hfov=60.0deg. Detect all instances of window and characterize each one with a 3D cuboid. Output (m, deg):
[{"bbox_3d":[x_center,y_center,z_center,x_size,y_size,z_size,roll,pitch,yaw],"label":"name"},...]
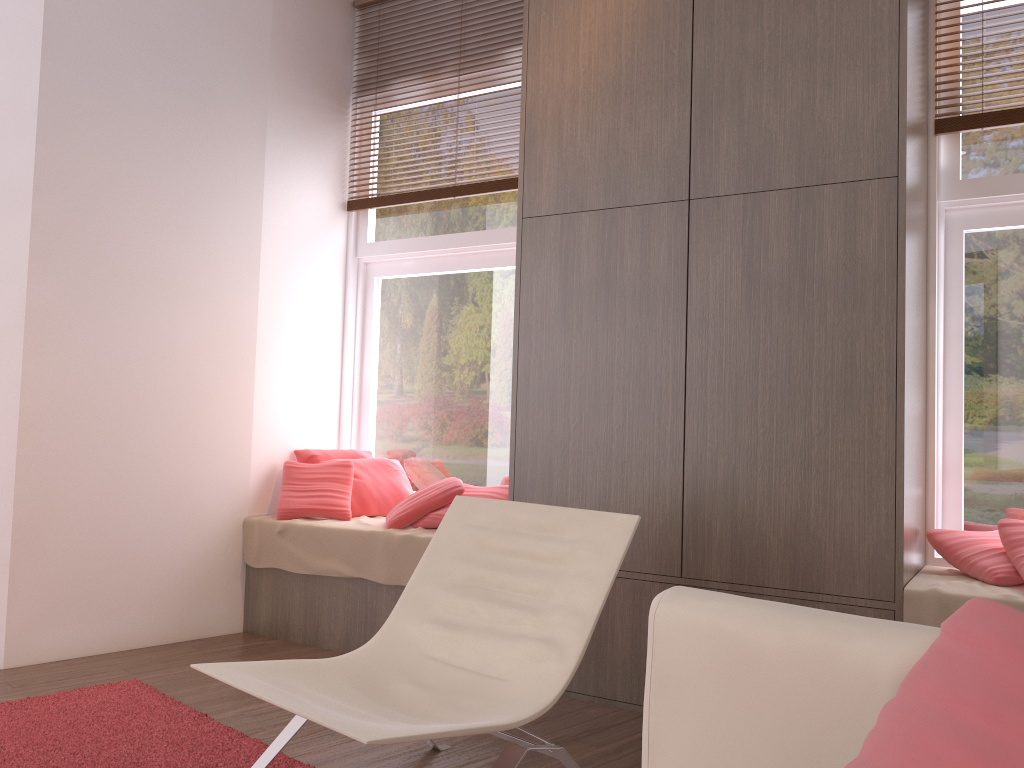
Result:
[{"bbox_3d":[2.175,-0.454,2.976,1.407,2.229,0.160,0,-4,31],"label":"window"},{"bbox_3d":[-0.242,-0.451,4.416,1.407,2.229,0.160,0,-4,31],"label":"window"}]

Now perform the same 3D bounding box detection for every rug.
[{"bbox_3d":[-1.198,0.978,1.063,3.344,0.016,2.938,-1,-4,44],"label":"rug"}]

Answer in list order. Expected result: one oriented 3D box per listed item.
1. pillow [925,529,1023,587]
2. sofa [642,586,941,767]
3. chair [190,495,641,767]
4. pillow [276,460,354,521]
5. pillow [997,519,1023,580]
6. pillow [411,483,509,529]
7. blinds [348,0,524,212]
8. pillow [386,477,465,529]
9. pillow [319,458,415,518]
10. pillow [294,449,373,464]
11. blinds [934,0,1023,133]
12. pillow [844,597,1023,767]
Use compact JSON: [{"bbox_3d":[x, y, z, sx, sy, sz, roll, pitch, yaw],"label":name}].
[{"bbox_3d":[1.633,0.570,2.936,0.397,0.150,0.373,2,-3,-12],"label":"pillow"},{"bbox_3d":[-0.212,0.584,0.175,0.919,0.751,2.204,-1,-4,44],"label":"sofa"},{"bbox_3d":[-0.224,0.696,2.189,0.739,0.767,0.860,-1,-4,44],"label":"chair"},{"bbox_3d":[-0.919,0.498,4.174,0.357,0.278,0.264,2,-3,-4],"label":"pillow"},{"bbox_3d":[1.734,0.535,2.726,0.403,0.200,0.354,1,-3,8],"label":"pillow"},{"bbox_3d":[-0.195,0.538,3.879,0.403,0.200,0.354,-1,-4,39],"label":"pillow"},{"bbox_3d":[-0.265,-1.483,4.381,1.373,1.142,0.042,0,-4,31],"label":"blinds"},{"bbox_3d":[-0.381,0.530,3.951,0.356,0.234,0.389,2,-3,-9],"label":"pillow"},{"bbox_3d":[-0.686,0.505,4.366,0.485,0.279,0.270,4,-4,-32],"label":"pillow"},{"bbox_3d":[-0.848,0.495,4.438,0.484,0.334,0.193,4,-4,-37],"label":"pillow"},{"bbox_3d":[2.159,-1.487,2.946,1.373,1.138,0.042,0,-4,31],"label":"blinds"},{"bbox_3d":[0.379,0.397,0.703,0.379,0.377,0.498,2,-3,-11],"label":"pillow"}]
